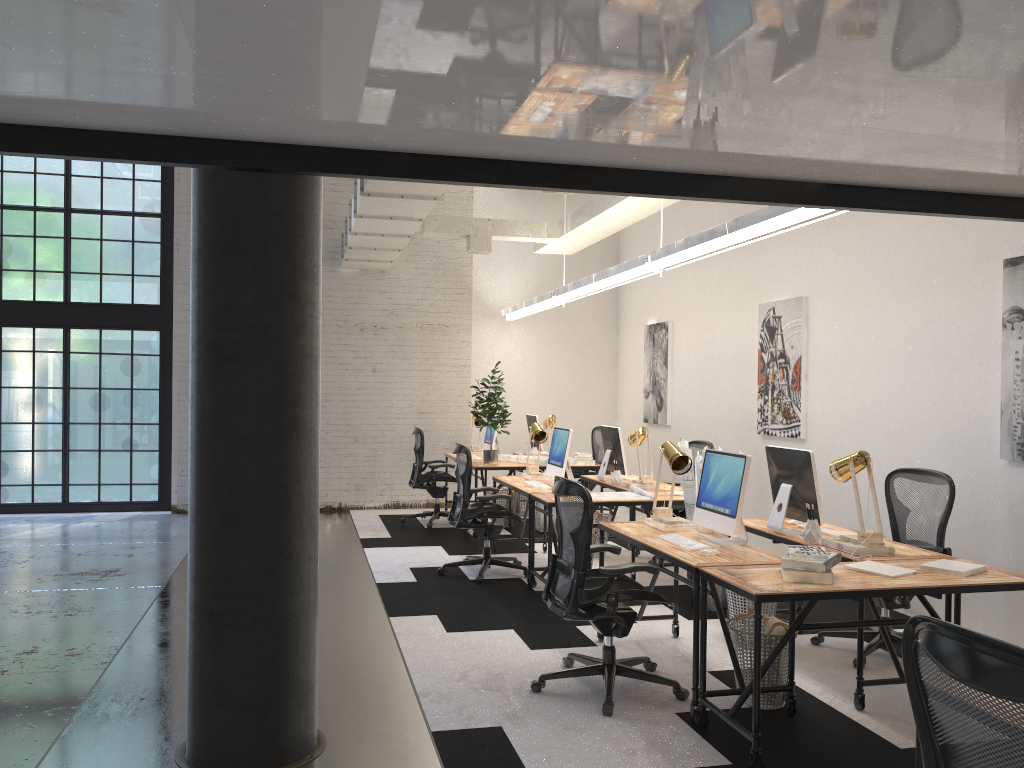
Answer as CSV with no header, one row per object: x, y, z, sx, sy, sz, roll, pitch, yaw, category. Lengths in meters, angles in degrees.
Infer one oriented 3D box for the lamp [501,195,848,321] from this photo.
0.814,-2.199,7.613,0.226,2.864,7.301,1,0,-13,lamp

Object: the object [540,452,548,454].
0.392,0.839,10.816,0.106,0.029,0.059,1,0,-12,object

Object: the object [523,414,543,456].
0.240,0.608,10.467,0.189,0.485,0.483,1,0,-13,object

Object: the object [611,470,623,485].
0.891,0.795,7.520,0.101,0.127,0.101,1,0,32,object

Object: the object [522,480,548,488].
0.195,0.840,7.462,0.118,0.017,0.439,1,0,-13,object

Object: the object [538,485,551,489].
0.263,0.832,7.141,0.106,0.029,0.059,1,0,-12,object

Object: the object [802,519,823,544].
1.595,0.783,4.709,0.101,0.127,0.101,1,0,32,object

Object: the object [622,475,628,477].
1.026,0.849,8.210,0.106,0.029,0.059,1,0,-12,object

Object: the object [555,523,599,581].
0.525,1.359,7.182,0.353,0.435,0.358,1,0,-17,object

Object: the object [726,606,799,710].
1.229,1.346,4.371,0.353,0.435,0.358,1,0,-17,object

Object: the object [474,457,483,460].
-0.372,0.822,9.747,0.106,0.029,0.059,1,0,-12,object

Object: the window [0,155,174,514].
-5.318,-1.003,10.597,2.491,5.180,0.137,1,0,-13,window

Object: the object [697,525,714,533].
1.103,0.779,5.019,0.101,0.127,0.101,1,0,32,object

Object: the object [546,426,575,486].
0.420,0.610,7.486,0.189,0.485,0.483,1,0,-13,object

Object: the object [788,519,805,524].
1.730,0.836,5.399,0.106,0.029,0.059,1,0,-12,object

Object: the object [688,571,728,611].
1.415,1.392,6.280,0.353,0.398,0.353,1,0,32,object

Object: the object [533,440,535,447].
0.261,0.743,10.112,0.008,0.207,0.054,1,1,42,object

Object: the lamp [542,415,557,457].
0.441,0.578,9.995,0.126,0.470,0.344,1,0,-13,lamp

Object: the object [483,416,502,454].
-0.215,0.600,10.092,0.189,0.485,0.483,1,0,-13,object

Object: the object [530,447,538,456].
0.256,0.785,10.126,0.101,0.127,0.101,1,0,32,object

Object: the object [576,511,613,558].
0.751,1.369,8.177,0.353,0.435,0.358,1,0,-17,object

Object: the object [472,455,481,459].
-0.440,0.830,10.068,0.118,0.017,0.439,1,0,-13,object

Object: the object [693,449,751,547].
1.124,0.597,4.675,0.189,0.485,0.483,1,0,-13,object

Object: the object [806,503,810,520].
1.585,0.740,4.720,0.008,0.207,0.054,0,0,-30,object

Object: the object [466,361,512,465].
-0.233,0.297,9.195,0.439,1.077,0.513,1,0,-23,object

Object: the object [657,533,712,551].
0.899,0.827,4.651,0.118,0.017,0.439,1,0,-13,object

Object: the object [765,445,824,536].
1.579,0.606,5.050,0.189,0.485,0.483,1,0,-13,object

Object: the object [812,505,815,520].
1.600,0.741,4.695,0.008,0.207,0.054,1,1,42,object

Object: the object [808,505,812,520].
1.587,0.741,4.696,0.054,0.207,0.008,0,0,-26,object

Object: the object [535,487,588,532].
0.541,1.348,9.564,0.544,0.455,0.221,1,0,-13,object

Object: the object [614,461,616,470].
0.883,0.753,7.507,0.054,0.207,0.008,0,0,-26,object

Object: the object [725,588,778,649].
1.455,1.356,5.366,0.353,0.435,0.358,1,0,-17,object

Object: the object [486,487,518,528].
-0.110,1.349,9.788,0.353,0.435,0.358,1,0,-17,object

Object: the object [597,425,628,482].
0.875,0.618,7.861,0.189,0.485,0.483,1,0,-13,object

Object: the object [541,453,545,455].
0.459,0.844,10.495,0.118,0.017,0.439,1,0,-13,object

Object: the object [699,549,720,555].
0.966,0.819,4.330,0.106,0.029,0.059,1,0,-12,object

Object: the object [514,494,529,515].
0.116,1.359,10.783,0.353,0.435,0.358,1,0,-17,object

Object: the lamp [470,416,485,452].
-0.416,0.572,10.563,0.126,0.470,0.344,1,0,-13,lamp

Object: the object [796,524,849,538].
1.798,0.841,5.078,0.118,0.017,0.439,1,0,-13,object

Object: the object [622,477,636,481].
1.094,0.854,7.889,0.118,0.017,0.439,1,0,-13,object

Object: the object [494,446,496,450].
-0.236,0.781,10.436,0.101,0.127,0.101,1,0,32,object

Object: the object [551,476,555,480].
0.399,0.791,7.830,0.101,0.127,0.101,1,0,32,object

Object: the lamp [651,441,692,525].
0.924,0.569,5.146,0.126,0.470,0.344,1,0,-13,lamp

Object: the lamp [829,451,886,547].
1.779,0.576,4.578,0.127,0.470,0.344,1,0,-13,lamp

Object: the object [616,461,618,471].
0.896,0.753,7.506,0.008,0.207,0.054,1,1,42,object
